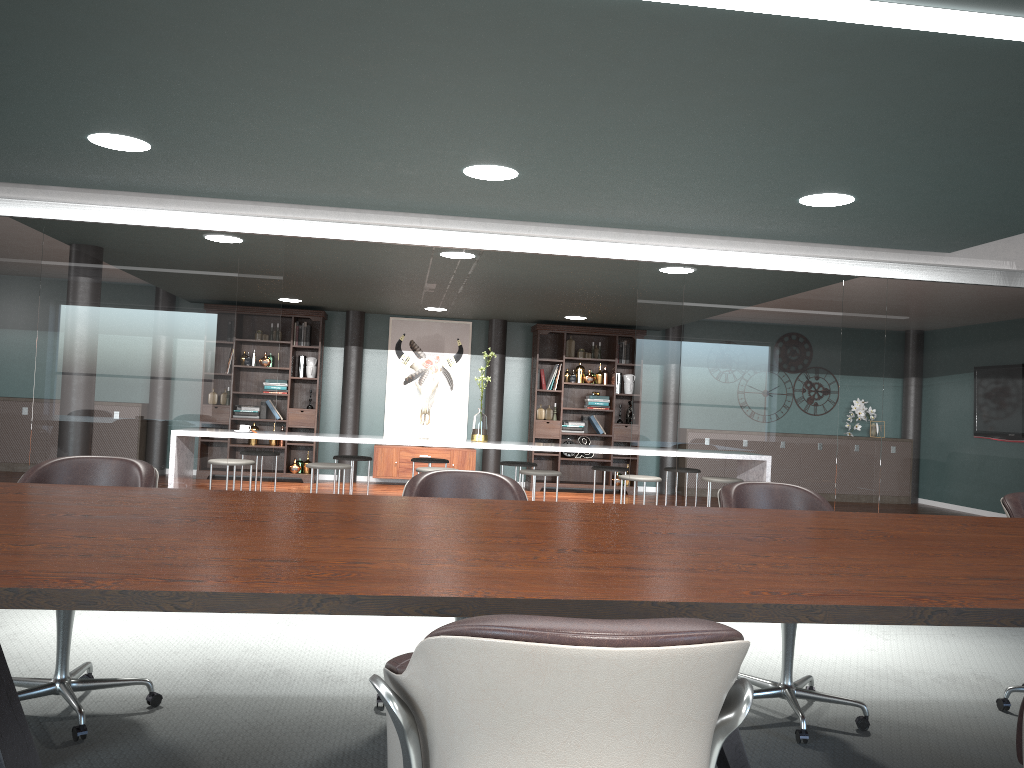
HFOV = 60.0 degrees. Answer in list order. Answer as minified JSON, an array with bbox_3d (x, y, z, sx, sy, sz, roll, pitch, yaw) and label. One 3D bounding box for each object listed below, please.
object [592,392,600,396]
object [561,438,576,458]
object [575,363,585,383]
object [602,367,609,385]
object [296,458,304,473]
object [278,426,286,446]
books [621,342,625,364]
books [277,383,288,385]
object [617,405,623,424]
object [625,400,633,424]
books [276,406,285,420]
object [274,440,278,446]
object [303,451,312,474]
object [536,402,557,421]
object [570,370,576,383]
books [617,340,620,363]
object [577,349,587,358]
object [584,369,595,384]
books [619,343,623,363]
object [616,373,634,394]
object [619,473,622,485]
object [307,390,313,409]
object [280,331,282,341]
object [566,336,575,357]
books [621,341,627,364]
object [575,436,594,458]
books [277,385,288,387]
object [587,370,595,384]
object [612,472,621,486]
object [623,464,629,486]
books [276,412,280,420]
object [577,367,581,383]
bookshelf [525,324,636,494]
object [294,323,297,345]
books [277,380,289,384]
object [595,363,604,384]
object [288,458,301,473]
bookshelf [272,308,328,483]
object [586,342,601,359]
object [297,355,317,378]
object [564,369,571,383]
[{"bbox_3d":[1.018,0.119,10.790,0.104,0.052,0.100,3,-1,-3],"label":"object"},{"bbox_3d":[0.680,0.770,10.664,0.224,0.238,0.159,3,-1,-7],"label":"object"},{"bbox_3d":[0.826,-0.131,10.767,0.114,0.251,0.114,2,-2,19],"label":"object"},{"bbox_3d":[1.136,-0.099,10.846,0.092,0.222,0.092,2,-2,27],"label":"object"},{"bbox_3d":[-2.477,0.950,10.348,0.099,0.169,0.099,4,-2,-33],"label":"object"},{"bbox_3d":[-2.679,0.607,10.347,0.092,0.222,0.092,2,-2,27],"label":"object"},{"bbox_3d":[1.338,-0.374,10.836,0.016,0.268,0.205,3,-1,-7],"label":"books"},{"bbox_3d":[-2.739,0.001,10.313,0.268,0.016,0.205,3,-1,-7],"label":"books"},{"bbox_3d":[1.316,0.367,10.789,0.077,0.228,0.077,3,-2,-24],"label":"object"},{"bbox_3d":[1.432,0.342,10.819,0.116,0.286,0.215,3,-1,-11],"label":"object"},{"bbox_3d":[-2.727,0.299,10.292,0.166,0.228,0.205,3,-1,-7],"label":"books"},{"bbox_3d":[-2.750,0.583,10.244,0.108,0.256,0.108,2,-2,27],"label":"object"},{"bbox_3d":[-2.370,0.910,10.287,0.108,0.256,0.108,2,-2,27],"label":"object"},{"bbox_3d":[0.411,0.324,10.700,0.250,0.221,0.186,3,-1,-9],"label":"object"},{"bbox_3d":[0.735,-0.092,10.678,0.079,0.161,0.080,2,-2,19],"label":"object"},{"bbox_3d":[1.274,-0.386,10.828,0.027,0.286,0.184,3,-1,-7],"label":"books"},{"bbox_3d":[0.846,-0.368,10.760,0.096,0.126,0.106,1,-2,43],"label":"object"},{"bbox_3d":[0.934,-0.090,10.678,0.144,0.175,0.073,3,-1,-5],"label":"object"},{"bbox_3d":[1.308,-0.365,10.831,0.042,0.248,0.194,3,-1,-7],"label":"books"},{"bbox_3d":[1.387,-0.005,10.866,0.268,0.262,0.137,2,-2,33],"label":"object"},{"bbox_3d":[1.295,1.144,10.825,0.099,0.169,0.099,4,-2,-33],"label":"object"},{"bbox_3d":[-2.347,0.178,10.326,0.077,0.228,0.077,3,-2,-24],"label":"object"},{"bbox_3d":[-2.785,-0.603,10.313,0.196,0.221,0.184,3,-1,-7],"label":"object"},{"bbox_3d":[0.711,-0.448,10.772,0.104,0.273,0.104,2,-2,29],"label":"object"},{"bbox_3d":[1.362,-0.382,10.840,0.027,0.286,0.184,3,-1,-7],"label":"books"},{"bbox_3d":[0.884,0.769,10.808,0.233,0.268,0.051,3,-1,-7],"label":"object"},{"bbox_3d":[-2.737,0.017,10.319,0.268,0.016,0.205,3,-1,-7],"label":"books"},{"bbox_3d":[0.958,-0.083,10.805,0.099,0.169,0.099,4,-2,-33],"label":"object"},{"bbox_3d":[1.270,1.136,10.698,0.144,0.175,0.073,3,-1,-5],"label":"object"},{"bbox_3d":[1.402,1.104,10.763,0.108,0.256,0.108,2,-2,27],"label":"object"},{"bbox_3d":[-2.761,0.299,10.287,0.176,0.227,0.194,3,-1,-7],"label":"books"},{"bbox_3d":[0.808,-0.104,10.658,0.040,0.191,0.040,3,-1,2],"label":"object"},{"bbox_3d":[0.879,0.312,10.784,1.339,1.984,0.482,3,-1,-7],"label":"bookshelf"},{"bbox_3d":[-2.520,-0.573,10.348,0.016,0.268,0.205,3,-1,-7],"label":"object"},{"bbox_3d":[-2.732,-0.027,10.320,0.248,0.042,0.194,3,-1,-7],"label":"books"},{"bbox_3d":[1.065,-0.123,10.744,0.108,0.256,0.108,2,-2,27],"label":"object"},{"bbox_3d":[-2.501,0.942,10.221,0.144,0.175,0.073,3,-1,-5],"label":"object"},{"bbox_3d":[-2.892,0.118,10.308,1.339,1.984,0.482,3,-1,-7],"label":"bookshelf"},{"bbox_3d":[0.986,-0.408,10.789,0.196,0.221,0.184,3,-1,-7],"label":"object"},{"bbox_3d":[-2.384,-0.199,10.389,0.268,0.262,0.137,2,-2,33],"label":"object"},{"bbox_3d":[0.668,-0.099,10.763,0.105,0.172,0.105,3,-1,-11],"label":"object"}]
